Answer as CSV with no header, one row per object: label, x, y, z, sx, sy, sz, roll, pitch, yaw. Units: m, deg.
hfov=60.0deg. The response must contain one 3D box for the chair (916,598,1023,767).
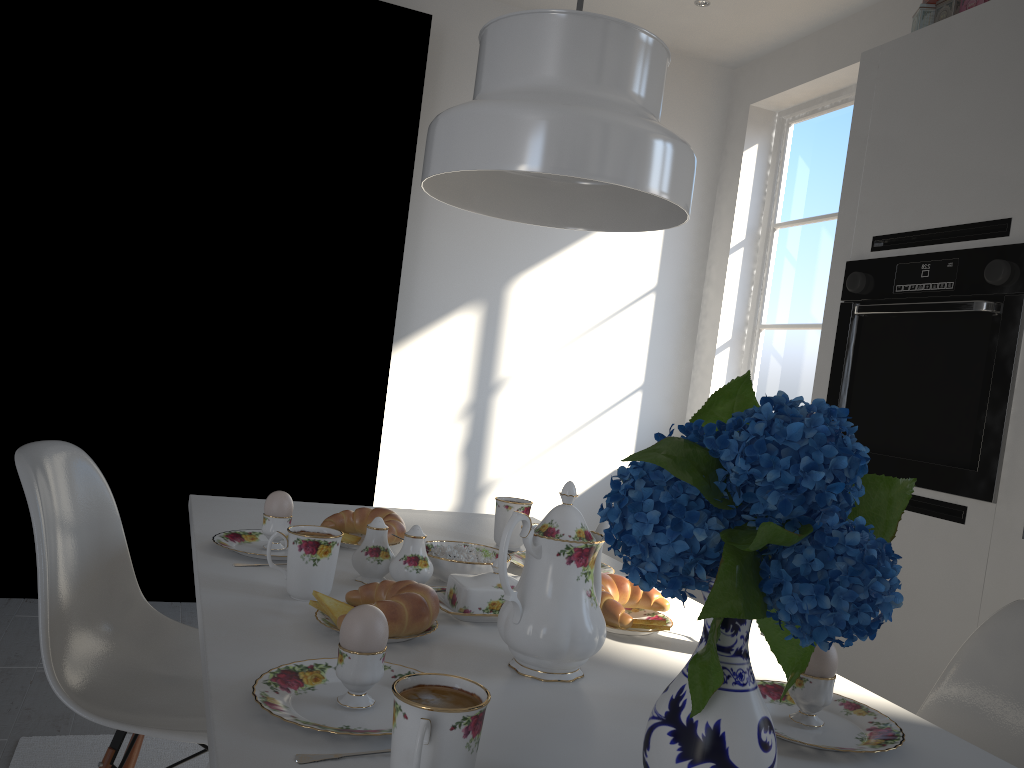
chair,0.506,0.666,1.062,0.543,0.802,0.463,6,3,-27

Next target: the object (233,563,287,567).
object,-0.366,0.283,1.396,0.140,0.011,0.032,7,1,-18

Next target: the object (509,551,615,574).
object,0.088,0.336,1.621,0.200,0.016,0.201,8,1,24

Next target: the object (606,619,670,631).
object,0.184,0.343,1.286,0.109,0.036,0.070,8,1,27

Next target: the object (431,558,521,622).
object,-0.024,0.291,1.277,0.187,0.084,0.140,7,1,-21

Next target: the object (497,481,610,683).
object,0.051,0.229,1.057,0.149,0.231,0.140,7,2,-3

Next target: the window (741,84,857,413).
window,1.355,-0.450,3.542,0.116,1.566,1.282,6,2,-21

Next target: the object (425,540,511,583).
object,-0.082,0.295,1.456,0.158,0.058,0.157,7,1,-31

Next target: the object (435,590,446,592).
object,-0.093,0.303,1.305,0.022,0.001,0.180,8,1,43

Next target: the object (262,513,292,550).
object,-0.399,0.248,1.496,0.048,0.057,0.048,8,2,19

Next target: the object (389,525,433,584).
object,-0.151,0.265,1.352,0.069,0.102,0.065,6,2,-21

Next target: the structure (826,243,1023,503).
structure,1.193,-0.023,2.328,0.322,0.610,0.725,6,2,-21

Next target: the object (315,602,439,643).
object,-0.174,0.308,1.136,0.158,0.016,0.157,7,1,-11

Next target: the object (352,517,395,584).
object,-0.213,0.257,1.378,0.069,0.102,0.065,6,2,-21

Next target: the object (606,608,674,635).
object,0.159,0.348,1.311,0.157,0.016,0.158,8,1,39

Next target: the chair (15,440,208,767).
chair,-0.562,0.525,1.491,0.542,0.802,0.464,7,2,-7

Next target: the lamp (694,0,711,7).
lamp,0.761,-1.529,3.533,0.064,0.030,0.063,7,1,-29

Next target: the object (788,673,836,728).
object,0.332,0.347,0.987,0.048,0.057,0.048,8,2,19

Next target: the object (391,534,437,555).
object,-0.136,0.270,1.441,0.138,0.032,0.031,8,2,23

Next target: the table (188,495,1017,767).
table,-0.041,0.664,1.238,0.815,0.661,1.821,7,1,-21

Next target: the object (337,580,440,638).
object,-0.154,0.281,1.128,0.124,0.058,0.160,7,1,-6

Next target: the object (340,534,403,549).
object,-0.281,0.289,1.641,0.157,0.016,0.158,8,1,39

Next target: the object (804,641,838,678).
object,0.337,0.310,0.985,0.048,0.063,0.048,7,2,-17

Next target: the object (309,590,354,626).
object,-0.206,0.295,1.139,0.109,0.036,0.070,7,1,-13

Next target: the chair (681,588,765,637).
chair,0.243,0.625,1.751,0.543,0.802,0.463,6,2,-22

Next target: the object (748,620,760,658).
object,0.307,0.328,1.229,0.078,0.095,0.090,6,2,-23

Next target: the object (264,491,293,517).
object,-0.394,0.211,1.495,0.048,0.063,0.048,7,2,-17

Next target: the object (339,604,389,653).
object,-0.146,0.249,0.876,0.048,0.063,0.048,7,2,-17

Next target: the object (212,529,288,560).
object,-0.403,0.275,1.497,0.201,0.016,0.200,7,1,-6

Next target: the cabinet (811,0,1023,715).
cabinet,1.394,0.117,2.155,0.514,2.100,1.373,6,2,-21

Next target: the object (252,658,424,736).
object,-0.155,0.313,0.879,0.201,0.016,0.200,7,1,-16

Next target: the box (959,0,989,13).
box,1.269,-1.015,2.402,0.081,0.111,0.080,6,2,-26

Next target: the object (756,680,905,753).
object,0.329,0.374,0.988,0.201,0.016,0.200,7,1,-16

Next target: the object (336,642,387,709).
object,-0.151,0.287,0.878,0.048,0.057,0.048,8,2,19

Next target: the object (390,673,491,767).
object,-0.058,0.287,0.691,0.078,0.095,0.090,6,2,-28

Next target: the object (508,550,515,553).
object,0.050,0.332,1.727,0.140,0.011,0.032,7,1,-25

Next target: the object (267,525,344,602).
object,-0.287,0.252,1.247,0.091,0.095,0.078,8,2,15

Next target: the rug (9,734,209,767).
rug,-0.098,0.991,1.296,1.428,0.004,2.303,7,1,-21

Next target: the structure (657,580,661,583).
structure,0.837,0.714,3.932,0.175,0.762,2.095,6,1,-21

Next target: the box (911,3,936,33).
box,1.200,-1.025,2.557,0.081,0.111,0.081,8,2,9

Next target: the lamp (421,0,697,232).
lamp,0.143,-0.906,1.202,0.373,1.325,0.373,8,3,10

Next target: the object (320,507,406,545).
object,-0.262,0.262,1.648,0.160,0.058,0.124,8,1,34

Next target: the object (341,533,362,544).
object,-0.304,0.277,1.617,0.070,0.036,0.109,8,1,27

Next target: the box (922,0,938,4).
box,1.223,-1.134,2.514,0.081,0.111,0.081,7,2,-1

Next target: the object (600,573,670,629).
object,0.154,0.318,1.325,0.123,0.058,0.161,8,1,34

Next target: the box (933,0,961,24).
box,1.236,-1.020,2.480,0.081,0.111,0.081,7,2,-16

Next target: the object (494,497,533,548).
object,0.003,0.283,1.806,0.091,0.095,0.078,6,2,-35

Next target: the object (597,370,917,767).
object,0.194,0.178,0.733,0.266,0.377,0.235,7,2,-19

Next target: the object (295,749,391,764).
object,-0.119,0.321,0.777,0.140,0.011,0.032,7,1,-18
